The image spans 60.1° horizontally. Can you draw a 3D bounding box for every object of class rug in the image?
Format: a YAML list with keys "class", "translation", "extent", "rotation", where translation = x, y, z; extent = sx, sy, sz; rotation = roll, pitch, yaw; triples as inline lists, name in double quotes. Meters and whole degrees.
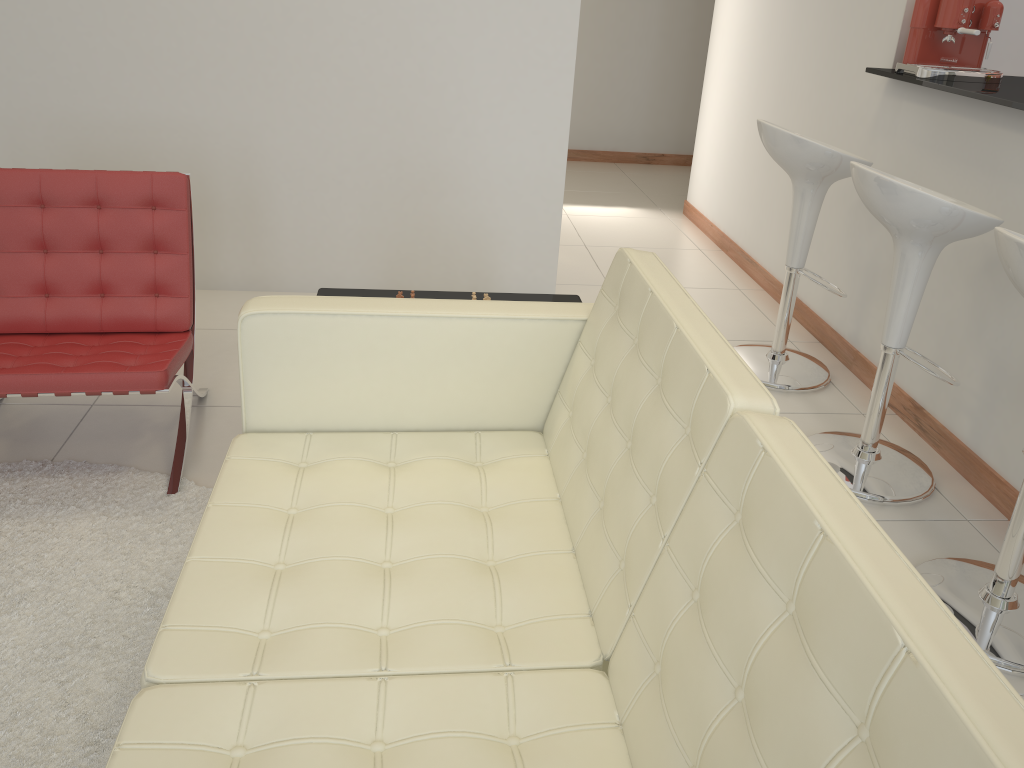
- class: "rug"
  translation: [-1.249, 0.966, 1.160]
  extent: [2.442, 0.004, 3.400]
  rotation: [1, 25, -5]

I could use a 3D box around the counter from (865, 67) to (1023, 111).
- class: "counter"
  translation: [1.904, -0.584, 2.166]
  extent: [0.735, 0.019, 3.029]
  rotation: [1, 25, -7]

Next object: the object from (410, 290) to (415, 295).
- class: "object"
  translation: [-0.325, -0.282, 2.894]
  extent: [0.030, 0.049, 0.030]
  rotation: [4, 23, 0]

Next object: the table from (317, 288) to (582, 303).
- class: "table"
  translation: [-0.193, 0.014, 2.872]
  extent: [0.916, 0.414, 0.716]
  rotation: [1, 25, -7]

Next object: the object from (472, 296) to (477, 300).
- class: "object"
  translation: [-0.122, -0.262, 2.880]
  extent: [0.030, 0.049, 0.030]
  rotation: [4, 23, 0]

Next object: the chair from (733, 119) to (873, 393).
- class: "chair"
  translation: [1.125, -0.515, 3.515]
  extent: [0.465, 1.000, 0.466]
  rotation: [6, 23, 3]

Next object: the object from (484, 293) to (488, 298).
- class: "object"
  translation: [-0.087, -0.276, 2.923]
  extent: [0.030, 0.043, 0.030]
  rotation: [4, 23, 0]

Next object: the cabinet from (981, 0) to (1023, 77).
- class: "cabinet"
  translation: [2.115, -1.707, 4.470]
  extent: [1.057, 2.471, 1.672]
  rotation: [1, 24, -7]

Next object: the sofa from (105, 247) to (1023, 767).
- class: "sofa"
  translation: [-0.041, 0.608, 1.034]
  extent: [1.000, 0.903, 2.621]
  rotation: [1, 25, -7]

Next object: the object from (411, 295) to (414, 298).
- class: "object"
  translation: [-0.321, -0.265, 2.857]
  extent: [0.030, 0.049, 0.030]
  rotation: [4, 23, 0]

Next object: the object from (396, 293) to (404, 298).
- class: "object"
  translation: [-0.361, -0.266, 2.852]
  extent: [0.030, 0.051, 0.030]
  rotation: [4, 23, 0]

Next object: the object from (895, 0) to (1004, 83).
- class: "object"
  translation: [1.629, -1.259, 3.155]
  extent: [0.321, 0.330, 0.327]
  rotation: [1, 24, -7]

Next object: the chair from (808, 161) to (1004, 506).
- class: "chair"
  translation: [1.204, -0.168, 2.786]
  extent: [0.465, 1.000, 0.466]
  rotation: [6, 23, 3]

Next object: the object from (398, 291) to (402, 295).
- class: "object"
  translation: [-0.365, -0.280, 2.890]
  extent: [0.030, 0.043, 0.030]
  rotation: [4, 23, 0]

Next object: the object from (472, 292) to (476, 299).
- class: "object"
  translation: [-0.126, -0.279, 2.917]
  extent: [0.030, 0.049, 0.030]
  rotation: [4, 23, 0]

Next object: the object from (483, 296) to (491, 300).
- class: "object"
  translation: [-0.083, -0.262, 2.884]
  extent: [0.030, 0.051, 0.030]
  rotation: [-2, 24, -14]

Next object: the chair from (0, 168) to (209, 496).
- class: "chair"
  translation: [-1.349, -0.181, 2.661]
  extent: [0.700, 0.800, 0.721]
  rotation: [-1, 24, -11]

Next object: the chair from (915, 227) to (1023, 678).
- class: "chair"
  translation: [1.277, 0.152, 2.114]
  extent: [0.465, 1.000, 0.466]
  rotation: [6, 23, 3]
